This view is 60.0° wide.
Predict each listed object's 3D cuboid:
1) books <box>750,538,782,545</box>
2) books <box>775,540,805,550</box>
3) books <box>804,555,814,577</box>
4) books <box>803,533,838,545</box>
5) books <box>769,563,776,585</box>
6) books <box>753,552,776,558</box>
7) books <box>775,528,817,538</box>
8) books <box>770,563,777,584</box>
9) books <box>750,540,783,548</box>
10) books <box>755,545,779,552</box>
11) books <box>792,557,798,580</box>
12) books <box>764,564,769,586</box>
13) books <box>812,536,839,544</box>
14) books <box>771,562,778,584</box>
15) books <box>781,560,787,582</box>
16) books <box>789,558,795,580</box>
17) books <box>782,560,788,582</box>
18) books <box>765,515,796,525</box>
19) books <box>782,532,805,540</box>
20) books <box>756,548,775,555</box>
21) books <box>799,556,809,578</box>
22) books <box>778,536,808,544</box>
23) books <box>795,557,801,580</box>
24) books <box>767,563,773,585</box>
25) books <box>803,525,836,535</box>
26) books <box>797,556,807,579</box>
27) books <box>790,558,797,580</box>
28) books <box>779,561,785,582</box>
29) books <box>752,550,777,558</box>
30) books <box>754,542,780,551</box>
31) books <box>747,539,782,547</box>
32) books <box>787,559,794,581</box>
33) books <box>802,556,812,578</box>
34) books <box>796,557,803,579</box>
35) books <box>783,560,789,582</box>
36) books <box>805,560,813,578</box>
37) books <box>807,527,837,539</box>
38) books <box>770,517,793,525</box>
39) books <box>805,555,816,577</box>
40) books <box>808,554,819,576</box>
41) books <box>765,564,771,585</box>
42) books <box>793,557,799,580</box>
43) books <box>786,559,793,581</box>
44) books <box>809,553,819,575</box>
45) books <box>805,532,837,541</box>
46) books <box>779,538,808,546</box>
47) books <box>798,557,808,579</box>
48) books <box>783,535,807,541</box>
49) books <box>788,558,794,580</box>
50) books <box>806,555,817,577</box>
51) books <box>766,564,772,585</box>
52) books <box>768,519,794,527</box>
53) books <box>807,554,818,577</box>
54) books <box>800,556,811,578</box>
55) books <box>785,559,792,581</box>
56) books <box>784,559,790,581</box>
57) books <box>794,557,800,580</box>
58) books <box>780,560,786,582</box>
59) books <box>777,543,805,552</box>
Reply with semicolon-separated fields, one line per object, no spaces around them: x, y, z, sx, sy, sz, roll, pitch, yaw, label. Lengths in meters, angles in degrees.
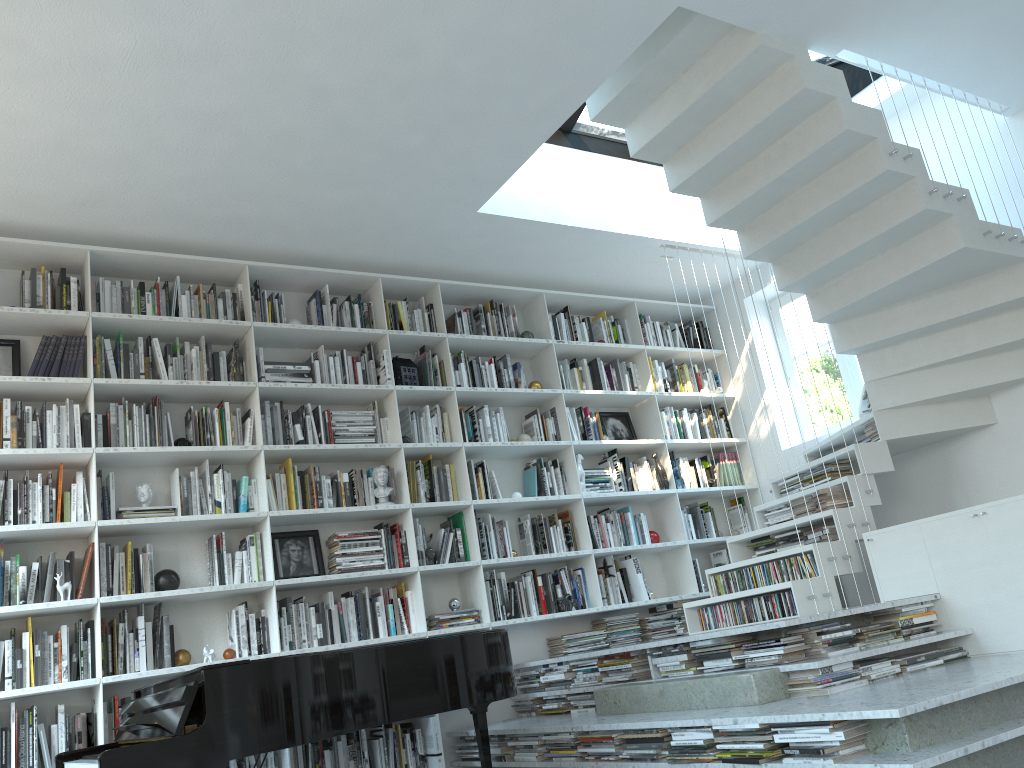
1.607;0.976;5.511;0.161;0.012;0.195;3;-21;-35;books
1.721;0.958;5.310;0.184;0.013;0.226;3;-21;-35;books
1.627;0.968;4.734;0.125;0.123;0.035;1;-20;-32;books
1.788;0.878;5.040;0.171;0.019;0.241;-7;-17;-9;books
1.491;1.056;4.946;0.125;0.125;0.016;1;-20;-32;books
1.615;1.055;5.484;0.158;0.009;0.217;4;-22;-38;books
1.710;0.897;5.328;0.177;0.014;0.194;4;-22;-37;books
1.499;1.051;4.934;0.125;0.125;0.013;1;-20;-32;books
1.608;0.991;5.506;0.160;0.009;0.208;3;-21;-36;books
1.625;1.021;5.504;0.132;0.010;0.198;0;-20;-29;books
1.577;0.999;4.813;0.125;0.125;0.008;1;-20;-32;books
1.470;1.069;4.978;0.125;0.125;0.013;1;-20;-32;books
1.811;0.893;5.040;0.136;0.017;0.289;-6;-17;-11;books
1.503;1.048;4.927;0.125;0.125;0.009;1;-20;-32;books
1.536;1.026;4.875;0.125;0.125;0.008;1;-20;-32;books
1.568;1.005;4.825;0.125;0.125;0.010;1;-20;-32;books
1.541;1.023;4.868;0.125;0.125;0.010;1;-20;-32;books
1.766;0.854;5.641;0.145;0.012;0.298;2;-21;-33;books
1.734;0.912;5.337;0.133;0.017;0.179;0;-20;-29;books
1.621;1.033;5.497;0.145;0.015;0.166;4;-22;-37;books
1.611;0.979;4.760;0.125;0.123;0.035;1;-20;-32;books
1.715;0.934;5.316;0.189;0.012;0.156;0;-20;-30;books
1.588;0.992;4.795;0.125;0.125;0.007;1;-20;-32;books
1.485;1.059;4.955;0.125;0.125;0.009;1;-20;-32;books
1.791;0.828;5.058;0.168;0.014;0.213;-5;-18;-13;books
1.597;0.986;4.781;0.125;0.125;0.011;1;-20;-32;books
1.572;1.002;4.820;0.125;0.125;0.010;1;-20;-32;books
1.529;1.031;4.887;0.125;0.125;0.007;1;-20;-32;books
1.611;1.045;5.485;0.159;0.012;0.226;-2;-19;-25;books
1.616;1.006;5.505;0.140;0.022;0.182;4;-22;-39;books
1.591;0.984;5.498;0.198;0.006;0.189;3;-21;-36;books
1.561;1.010;4.837;0.125;0.125;0.008;1;-20;-32;books
1.619;0.973;4.747;0.125;0.123;0.034;1;-20;-32;books
1.592;0.989;4.789;0.125;0.125;0.008;1;-20;-32;books
1.546;1.020;4.861;0.125;0.125;0.009;1;-20;-32;books
1.623;0.971;4.741;0.125;0.123;0.034;1;-20;-32;books
1.806;0.847;5.054;0.141;0.028;0.223;-5;-18;-14;books
1.760;0.864;5.633;0.160;0.010;0.180;0;-20;-30;books
1.631;0.966;4.728;0.125;0.123;0.036;1;-20;-32;books
1.643;0.958;4.710;0.125;0.123;0.036;1;-20;-32;books
1.475;1.066;4.970;0.125;0.125;0.009;1;-20;-32;books
1.581;0.997;4.806;0.125;0.125;0.008;1;-20;-32;books
1.558;1.012;4.842;0.125;0.125;0.008;1;-20;-32;books
1.647;0.955;4.703;0.125;0.123;0.034;1;-20;-32;books
1.801;0.864;5.048;0.161;0.007;0.255;-5;-18;-13;books
1.729;0.946;5.320;0.149;0.013;0.220;-1;-19;-27;books
1.607;0.981;4.766;0.125;0.123;0.034;1;-20;-32;books
1.741;0.925;5.336;0.129;0.008;0.186;2;-21;-34;books
1.565;1.007;4.831;0.125;0.125;0.009;1;-20;-32;books
1.635;0.963;4.722;0.125;0.123;0.035;1;-20;-32;books
1.480;1.063;4.962;0.125;0.125;0.011;1;-20;-32;books
1.769;0.874;5.635;0.138;0.010;0.255;3;-21;-35;books
1.639;0.960;4.716;0.125;0.123;0.034;1;-20;-32;books
1.615;0.976;4.753;0.125;0.122;0.037;1;-20;-32;books
1.554;1.014;4.848;0.125;0.125;0.007;1;-20;-32;books
1.550;1.017;4.854;0.125;0.125;0.007;1;-20;-32;books
1.584;0.994;4.800;0.125;0.125;0.008;1;-20;-32;books
1.533;1.028;4.881;0.125;0.125;0.008;1;-20;-32;books
1.724;0.972;5.306;0.175;0.016;0.208;4;-22;-37;books
